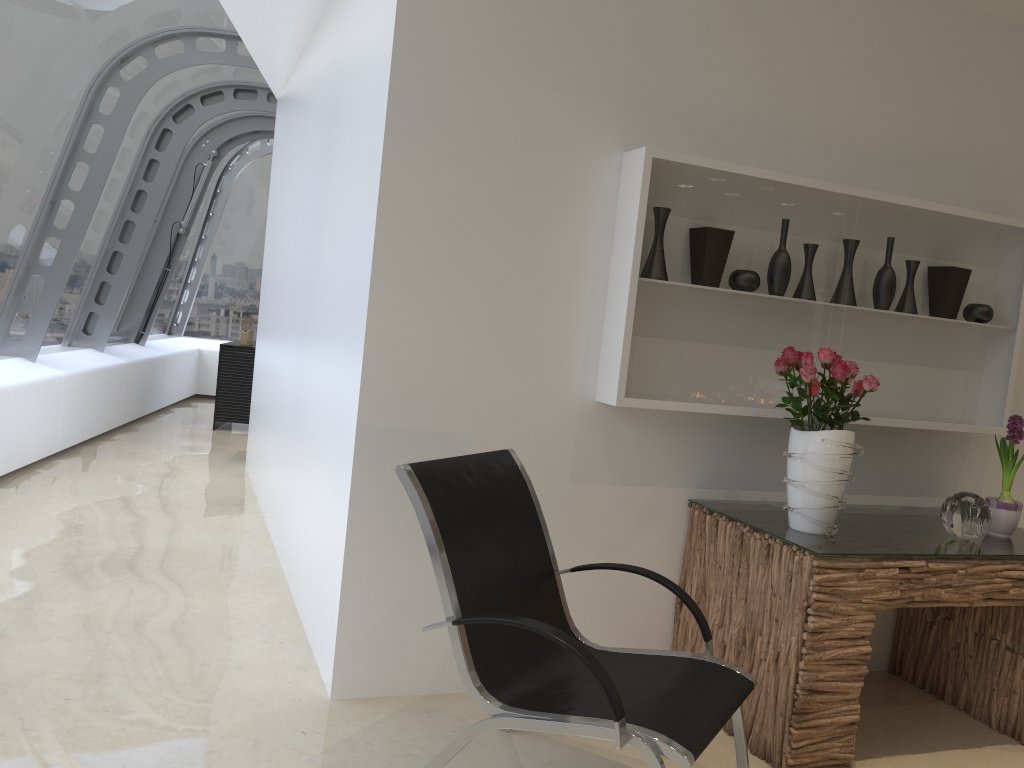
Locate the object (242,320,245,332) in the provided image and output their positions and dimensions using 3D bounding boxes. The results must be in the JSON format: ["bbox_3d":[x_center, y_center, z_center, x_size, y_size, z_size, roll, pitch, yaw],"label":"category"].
[{"bbox_3d":[-2.724,-0.535,9.027,0.016,0.259,0.199,6,4,3],"label":"object"}]

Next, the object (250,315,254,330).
[{"bbox_3d":[-2.736,-0.570,9.279,0.039,0.298,0.068,6,4,-7],"label":"object"}]

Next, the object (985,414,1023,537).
[{"bbox_3d":[1.930,0.354,3.452,0.129,0.476,0.129,8,5,29],"label":"object"}]

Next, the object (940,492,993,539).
[{"bbox_3d":[1.691,0.490,3.303,0.174,0.179,0.175,7,4,12],"label":"object"}]

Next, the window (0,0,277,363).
[{"bbox_3d":[3.911,-0.025,5.476,16.693,3.674,16.171,5,4,-15],"label":"window"}]

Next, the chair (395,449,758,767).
[{"bbox_3d":[0.189,0.759,2.509,0.943,0.972,0.752,8,5,29],"label":"chair"}]

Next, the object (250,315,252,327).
[{"bbox_3d":[-2.726,-0.566,9.216,0.019,0.299,0.057,6,4,-7],"label":"object"}]

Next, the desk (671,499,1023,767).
[{"bbox_3d":[1.450,0.926,3.435,1.436,0.762,0.793,5,4,-21],"label":"desk"}]

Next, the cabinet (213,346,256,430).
[{"bbox_3d":[-1.101,0.182,9.475,3.800,0.838,1.007,6,4,-8],"label":"cabinet"}]

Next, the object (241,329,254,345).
[{"bbox_3d":[-2.741,-0.485,9.186,0.084,0.157,0.353,6,4,-7],"label":"object"}]

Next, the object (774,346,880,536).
[{"bbox_3d":[1.085,0.197,3.161,0.327,0.654,0.350,6,4,-1],"label":"object"}]

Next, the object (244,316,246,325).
[{"bbox_3d":[-2.729,-0.556,9.061,0.027,0.299,0.055,6,4,-7],"label":"object"}]

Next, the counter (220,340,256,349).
[{"bbox_3d":[-1.055,-0.242,9.446,3.800,0.018,1.006,6,4,-8],"label":"counter"}]
